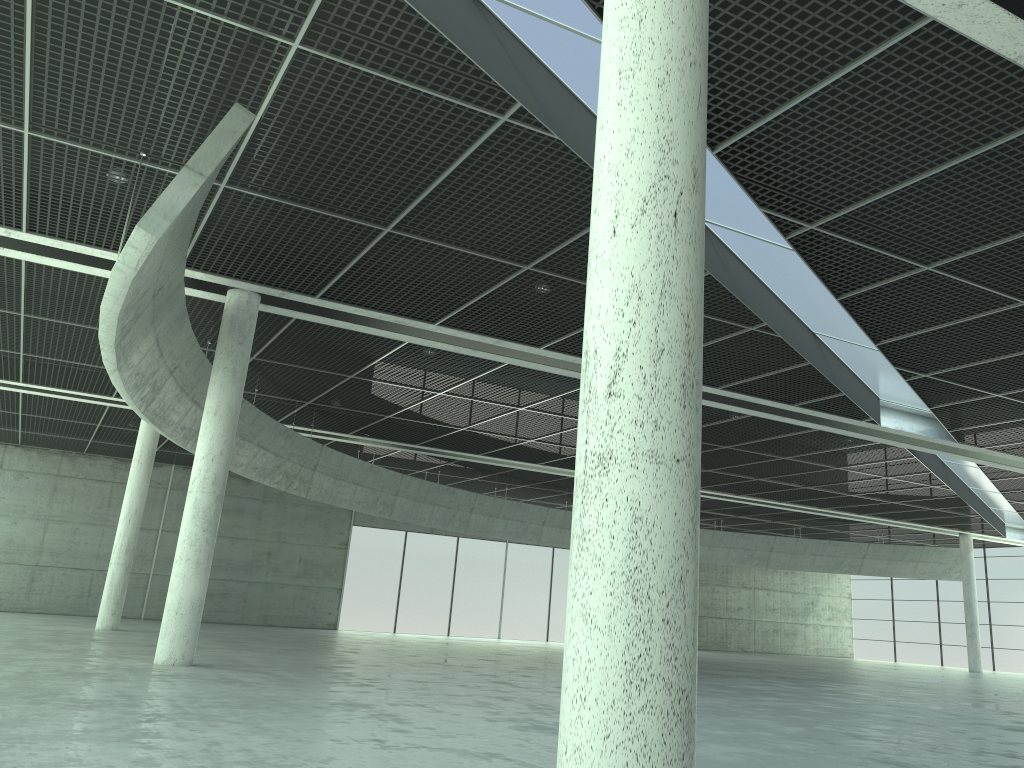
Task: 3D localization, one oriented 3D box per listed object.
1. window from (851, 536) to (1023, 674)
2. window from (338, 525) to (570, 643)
[{"bbox_3d":[23.003,9.969,47.909,100.652,16.084,99.678,13,-18,-26],"label":"window"},{"bbox_3d":[-0.906,23.133,89.610,33.484,10.664,0.159,13,-18,-26],"label":"window"}]
